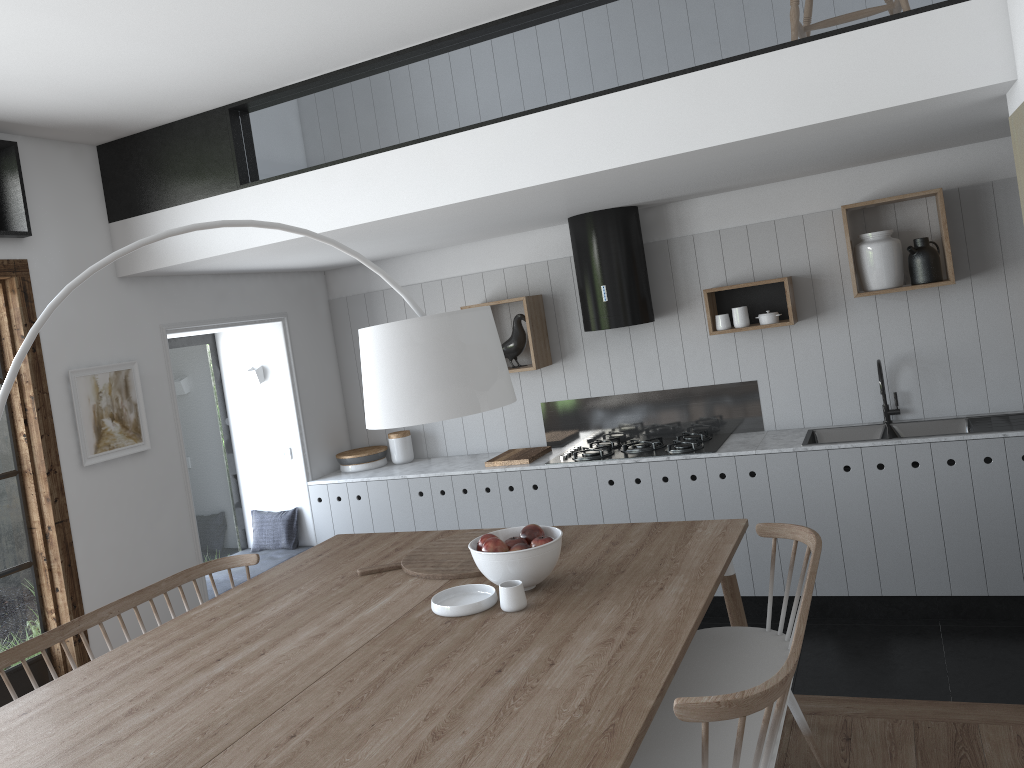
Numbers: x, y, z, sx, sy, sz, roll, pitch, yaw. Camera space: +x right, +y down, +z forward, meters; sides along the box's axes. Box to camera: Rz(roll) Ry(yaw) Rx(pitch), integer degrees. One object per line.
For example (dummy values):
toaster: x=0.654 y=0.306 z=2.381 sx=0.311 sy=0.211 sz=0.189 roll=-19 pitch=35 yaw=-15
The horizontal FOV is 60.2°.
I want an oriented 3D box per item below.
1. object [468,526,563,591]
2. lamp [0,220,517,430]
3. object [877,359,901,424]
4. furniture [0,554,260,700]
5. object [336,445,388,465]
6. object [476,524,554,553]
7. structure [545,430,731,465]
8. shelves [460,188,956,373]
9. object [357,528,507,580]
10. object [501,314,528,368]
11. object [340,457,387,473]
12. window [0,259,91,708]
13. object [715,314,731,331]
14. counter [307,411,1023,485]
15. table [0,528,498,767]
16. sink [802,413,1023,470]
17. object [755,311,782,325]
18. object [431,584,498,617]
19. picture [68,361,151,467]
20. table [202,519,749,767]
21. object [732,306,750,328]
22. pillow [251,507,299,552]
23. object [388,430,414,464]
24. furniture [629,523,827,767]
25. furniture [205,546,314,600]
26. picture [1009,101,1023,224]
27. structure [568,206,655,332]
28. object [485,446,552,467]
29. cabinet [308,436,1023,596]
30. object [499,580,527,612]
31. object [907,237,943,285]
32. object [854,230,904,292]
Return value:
object: x=0.023 y=0.593 z=2.928 sx=0.320 sy=0.164 sz=0.310 roll=-7 pitch=4 yaw=21
lamp: x=-2.042 y=0.866 z=1.301 sx=5.100 sy=2.022 sz=0.893 roll=-12 pitch=4 yaw=-40
object: x=1.985 y=0.052 z=4.663 sx=0.092 sy=0.374 sz=0.285 roll=-8 pitch=2 yaw=24
furniture: x=-1.234 y=1.202 z=3.143 sx=0.554 sy=0.809 sz=1.339 roll=-8 pitch=4 yaw=24
object: x=-1.033 y=0.494 z=6.098 sx=0.355 sy=0.065 sz=0.365 roll=-10 pitch=5 yaw=-16
object: x=0.019 y=0.572 z=2.923 sx=0.248 sy=0.167 sz=0.240 roll=-10 pitch=4 yaw=-15
structure: x=0.735 y=0.358 z=5.163 sx=1.001 sy=0.048 sz=0.545 roll=-7 pitch=5 yaw=25
shelves: x=1.396 y=-0.500 z=4.921 sx=3.643 sy=0.797 sz=0.295 roll=-7 pitch=2 yaw=25
object: x=-0.159 y=0.656 z=3.395 sx=0.661 sy=0.023 sz=0.612 roll=-13 pitch=6 yaw=-43
object: x=-0.043 y=-0.264 z=5.623 sx=0.340 sy=0.334 sz=0.137 roll=-7 pitch=2 yaw=26
object: x=-1.024 y=0.551 z=6.099 sx=0.319 sy=0.055 sz=0.333 roll=-11 pitch=5 yaw=-26
window: x=-3.200 y=0.894 z=1.775 sx=0.164 sy=2.253 sz=5.318 roll=-8 pitch=4 yaw=24
object: x=1.187 y=-0.347 z=4.974 sx=0.081 sy=0.088 sz=0.085 roll=-10 pitch=3 yaw=-29
counter: x=1.557 y=0.297 z=4.770 sx=6.238 sy=0.020 sz=0.570 roll=-7 pitch=5 yaw=25
table: x=-0.722 y=1.162 z=3.039 sx=0.953 sy=0.748 sz=2.010 roll=-7 pitch=4 yaw=24
sink: x=2.119 y=0.304 z=4.476 sx=1.198 sy=0.166 sz=0.445 roll=-7 pitch=5 yaw=25
object: x=1.422 y=-0.371 z=4.892 sx=0.129 sy=0.073 sz=0.108 roll=-9 pitch=4 yaw=3
object: x=-0.153 y=0.693 z=2.833 sx=0.215 sy=0.035 sz=0.215 roll=-9 pitch=5 yaw=4
picture: x=-2.027 y=0.139 z=4.452 sx=0.030 sy=0.470 sz=0.427 roll=-8 pitch=3 yaw=24
table: x=0.135 y=1.062 z=2.631 sx=0.953 sy=0.748 sz=2.010 roll=-7 pitch=4 yaw=24
object: x=1.277 y=-0.371 z=4.930 sx=0.088 sy=0.115 sz=0.084 roll=-8 pitch=3 yaw=25
pillow: x=-1.585 y=0.987 z=5.930 sx=0.410 sy=0.293 sz=0.178 roll=-7 pitch=3 yaw=25
object: x=-0.757 y=0.435 z=6.035 sx=0.153 sy=0.212 sz=0.155 roll=-9 pitch=2 yaw=-7
furniture: x=0.610 y=0.971 z=2.473 sx=0.554 sy=0.809 sz=1.339 roll=-8 pitch=4 yaw=24
furniture: x=-1.759 y=1.203 z=5.529 sx=0.607 sy=0.115 sz=1.035 roll=-7 pitch=5 yaw=24
picture: x=1.411 y=-0.140 z=2.151 sx=0.061 sy=1.217 sz=1.277 roll=-8 pitch=3 yaw=24
structure: x=0.570 y=-0.769 z=5.210 sx=0.408 sy=0.868 sz=0.421 roll=-9 pitch=2 yaw=-19
object: x=0.044 y=0.449 z=5.481 sx=0.296 sy=0.030 sz=0.394 roll=-7 pitch=5 yaw=24
cabinet: x=1.509 y=0.717 z=4.521 sx=6.234 sy=0.747 sz=0.010 roll=-7 pitch=2 yaw=25
object: x=0.002 y=0.656 z=2.730 sx=0.085 sy=0.078 sz=0.082 roll=-7 pitch=3 yaw=24
object: x=2.135 y=-0.639 z=4.569 sx=0.162 sy=0.236 sz=0.150 roll=-8 pitch=2 yaw=22
object: x=1.933 y=-0.649 z=4.651 sx=0.228 sy=0.301 sz=0.229 roll=-9 pitch=2 yaw=-3
